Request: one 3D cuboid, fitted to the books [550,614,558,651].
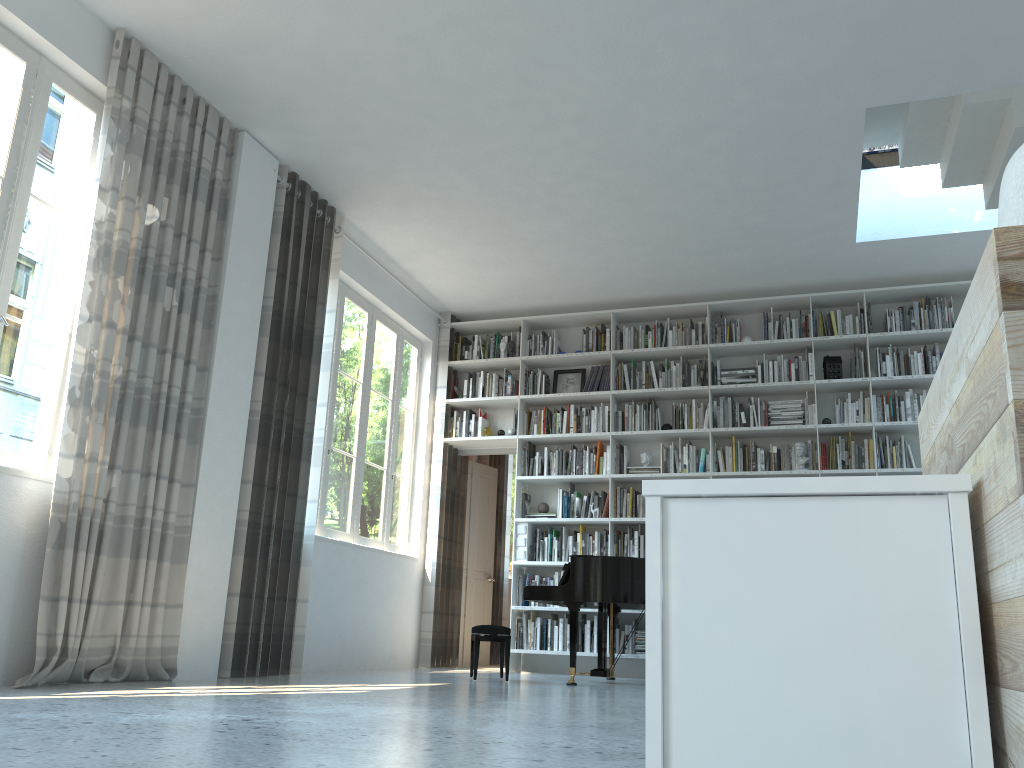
[{"bbox_3d":[0.355,2.103,7.513,0.013,0.299,0.184,-3,-16,19],"label":"books"}]

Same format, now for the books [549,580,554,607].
[{"bbox_3d":[0.356,1.803,7.604,0.028,0.228,0.158,-3,-16,19],"label":"books"}]

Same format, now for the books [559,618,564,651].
[{"bbox_3d":[0.438,2.115,7.481,0.031,0.265,0.187,-3,-16,19],"label":"books"}]

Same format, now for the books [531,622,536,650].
[{"bbox_3d":[0.197,2.150,7.563,0.022,0.225,0.155,-3,-16,19],"label":"books"}]

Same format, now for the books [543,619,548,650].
[{"bbox_3d":[0.297,2.135,7.546,0.022,0.251,0.140,-3,-16,19],"label":"books"}]

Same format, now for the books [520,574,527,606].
[{"bbox_3d":[0.110,1.790,7.678,0.011,0.276,0.190,-3,-16,19],"label":"books"}]

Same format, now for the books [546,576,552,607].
[{"bbox_3d":[0.325,1.789,7.610,0.013,0.256,0.190,-3,-16,19],"label":"books"}]

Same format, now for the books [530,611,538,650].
[{"bbox_3d":[0.185,2.108,7.585,0.011,0.317,0.158,-3,-16,19],"label":"books"}]

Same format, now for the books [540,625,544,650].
[{"bbox_3d":[0.274,2.158,7.543,0.022,0.205,0.159,-3,-16,19],"label":"books"}]

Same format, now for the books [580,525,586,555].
[{"bbox_3d":[0.614,1.386,7.630,0.021,0.322,0.172,-3,-16,19],"label":"books"}]

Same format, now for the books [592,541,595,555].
[{"bbox_3d":[0.714,1.446,7.593,0.023,0.193,0.140,-3,-16,19],"label":"books"}]

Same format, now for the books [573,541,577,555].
[{"bbox_3d":[0.563,1.454,7.620,0.029,0.181,0.190,-3,-16,19],"label":"books"}]

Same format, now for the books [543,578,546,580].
[{"bbox_3d":[0.292,1.804,7.652,0.022,0.247,0.134,-3,-16,19],"label":"books"}]

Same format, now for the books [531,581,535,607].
[{"bbox_3d":[0.209,1.813,7.644,0.022,0.220,0.188,-3,-16,19],"label":"books"}]

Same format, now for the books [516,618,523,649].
[{"bbox_3d":[0.068,2.147,7.623,0.012,0.253,0.161,-3,-16,19],"label":"books"}]

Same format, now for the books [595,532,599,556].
[{"bbox_3d":[0.739,1.404,7.572,0.021,0.264,0.186,-3,-16,19],"label":"books"}]

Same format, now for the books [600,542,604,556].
[{"bbox_3d":[0.785,1.447,7.564,0.041,0.181,0.142,-3,-16,19],"label":"books"}]

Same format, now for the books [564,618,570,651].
[{"bbox_3d":[0.478,2.113,7.467,0.025,0.265,0.160,-3,-16,19],"label":"books"}]

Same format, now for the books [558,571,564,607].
[{"bbox_3d":[0.436,1.760,7.582,0.039,0.306,0.173,-3,-16,19],"label":"books"}]

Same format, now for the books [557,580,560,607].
[{"bbox_3d":[0.417,1.802,7.599,0.012,0.232,0.149,-3,-16,19],"label":"books"}]

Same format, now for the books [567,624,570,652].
[{"bbox_3d":[0.498,2.135,7.453,0.021,0.217,0.191,-3,-16,19],"label":"books"}]

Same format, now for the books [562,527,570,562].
[{"bbox_3d":[0.468,1.402,7.679,0.012,0.305,0.190,-3,-16,19],"label":"books"}]

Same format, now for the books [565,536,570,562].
[{"bbox_3d":[0.499,1.442,7.676,0.045,0.229,0.138,-3,-16,19],"label":"books"}]

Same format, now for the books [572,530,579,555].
[{"bbox_3d":[0.548,1.409,7.649,0.014,0.281,0.150,-3,-16,19],"label":"books"}]

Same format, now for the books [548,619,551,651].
[{"bbox_3d":[0.340,2.130,7.527,0.027,0.256,0.160,-3,-16,19],"label":"books"}]

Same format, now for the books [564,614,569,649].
[{"bbox_3d":[0.466,2.101,7.495,0.014,0.303,0.140,-3,-16,19],"label":"books"}]

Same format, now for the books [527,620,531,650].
[{"bbox_3d":[0.168,2.144,7.584,0.024,0.246,0.143,-3,-16,19],"label":"books"}]

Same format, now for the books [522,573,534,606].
[{"bbox_3d":[0.143,1.787,7.677,0.052,0.282,0.172,-3,-16,19],"label":"books"}]

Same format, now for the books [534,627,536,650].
[{"bbox_3d":[0.218,2.170,7.557,0.022,0.185,0.145,-3,-16,19],"label":"books"}]

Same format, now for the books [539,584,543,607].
[{"bbox_3d":[0.268,1.828,7.649,0.025,0.199,0.137,-3,-16,19],"label":"books"}]

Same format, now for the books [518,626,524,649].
[{"bbox_3d":[0.099,2.168,7.577,0.029,0.190,0.177,-3,-16,19],"label":"books"}]

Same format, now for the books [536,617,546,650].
[{"bbox_3d":[0.249,2.126,7.544,0.023,0.265,0.177,-3,-16,19],"label":"books"}]

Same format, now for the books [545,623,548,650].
[{"bbox_3d":[0.314,2.146,7.525,0.022,0.220,0.163,-3,-16,19],"label":"books"}]

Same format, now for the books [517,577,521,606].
[{"bbox_3d":[0.082,1.811,7.715,0.012,0.253,0.161,-3,-16,19],"label":"books"}]

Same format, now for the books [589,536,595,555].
[{"bbox_3d":[0.691,1.430,7.603,0.025,0.228,0.153,-3,-16,19],"label":"books"}]

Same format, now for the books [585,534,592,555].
[{"bbox_3d":[0.662,1.417,7.601,0.028,0.248,0.159,-3,-16,19],"label":"books"}]

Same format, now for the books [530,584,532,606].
[{"bbox_3d":[0.194,1.831,7.669,0.024,0.197,0.148,-3,-16,19],"label":"books"}]

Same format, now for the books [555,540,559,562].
[{"bbox_3d":[0.407,1.458,7.671,0.016,0.188,0.184,-3,-16,19],"label":"books"}]

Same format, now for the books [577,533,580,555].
[{"bbox_3d":[0.594,1.421,7.630,0.026,0.253,0.177,-3,-16,19],"label":"books"}]

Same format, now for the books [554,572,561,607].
[{"bbox_3d":[0.399,1.771,7.611,0.027,0.298,0.142,-3,-16,19],"label":"books"}]

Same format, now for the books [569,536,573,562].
[{"bbox_3d":[0.528,1.436,7.649,0.027,0.229,0.159,-3,-16,19],"label":"books"}]

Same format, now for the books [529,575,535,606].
[{"bbox_3d":[0.179,1.796,7.683,0.010,0.273,0.150,-3,-16,19],"label":"books"}]

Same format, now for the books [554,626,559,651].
[{"bbox_3d":[0.393,2.147,7.483,0.030,0.201,0.168,-3,-16,19],"label":"books"}]

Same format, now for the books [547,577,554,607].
[{"bbox_3d":[0.334,1.789,7.601,0.010,0.252,0.178,-3,-16,19],"label":"books"}]

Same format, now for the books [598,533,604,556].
[{"bbox_3d":[0.761,1.411,7.583,0.013,0.259,0.143,-3,-16,19],"label":"books"}]

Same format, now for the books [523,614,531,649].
[{"bbox_3d":[0.134,2.121,7.595,0.045,0.293,0.181,-3,-16,19],"label":"books"}]

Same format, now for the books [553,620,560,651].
[{"bbox_3d":[0.378,2.134,7.519,0.022,0.245,0.135,-3,-16,19],"label":"books"}]

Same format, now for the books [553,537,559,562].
[{"bbox_3d":[0.394,1.446,7.684,0.015,0.218,0.190,-3,-16,19],"label":"books"}]

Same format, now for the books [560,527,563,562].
[{"bbox_3d":[0.449,1.403,7.672,0.019,0.299,0.180,-3,-16,19],"label":"books"}]

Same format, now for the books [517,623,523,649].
[{"bbox_3d":[0.084,2.165,7.613,0.023,0.215,0.159,-3,-16,19],"label":"books"}]

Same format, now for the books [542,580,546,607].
[{"bbox_3d":[0.304,1.806,7.610,0.028,0.222,0.189,-3,-16,19],"label":"books"}]

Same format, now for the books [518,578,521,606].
[{"bbox_3d":[0.096,1.813,7.694,0.029,0.238,0.154,-3,-16,19],"label":"books"}]

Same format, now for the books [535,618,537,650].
[{"bbox_3d":[0.230,2.127,7.544,0.013,0.261,0.174,-3,-16,19],"label":"books"}]

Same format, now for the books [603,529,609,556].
[{"bbox_3d":[0.807,1.390,7.551,0.014,0.285,0.180,-3,-16,19],"label":"books"}]

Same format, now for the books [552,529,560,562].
[{"bbox_3d":[0.383,1.412,7.691,0.007,0.285,0.182,-3,-16,19],"label":"books"}]

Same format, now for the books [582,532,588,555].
[{"bbox_3d":[0.634,1.412,7.607,0.028,0.260,0.181,-3,-16,19],"label":"books"}]

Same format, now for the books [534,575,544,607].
[{"bbox_3d":[0.236,1.792,7.647,0.029,0.265,0.172,-3,-16,19],"label":"books"}]

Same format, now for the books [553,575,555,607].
[{"bbox_3d":[0.382,1.786,7.621,0.013,0.273,0.146,-3,-16,19],"label":"books"}]
